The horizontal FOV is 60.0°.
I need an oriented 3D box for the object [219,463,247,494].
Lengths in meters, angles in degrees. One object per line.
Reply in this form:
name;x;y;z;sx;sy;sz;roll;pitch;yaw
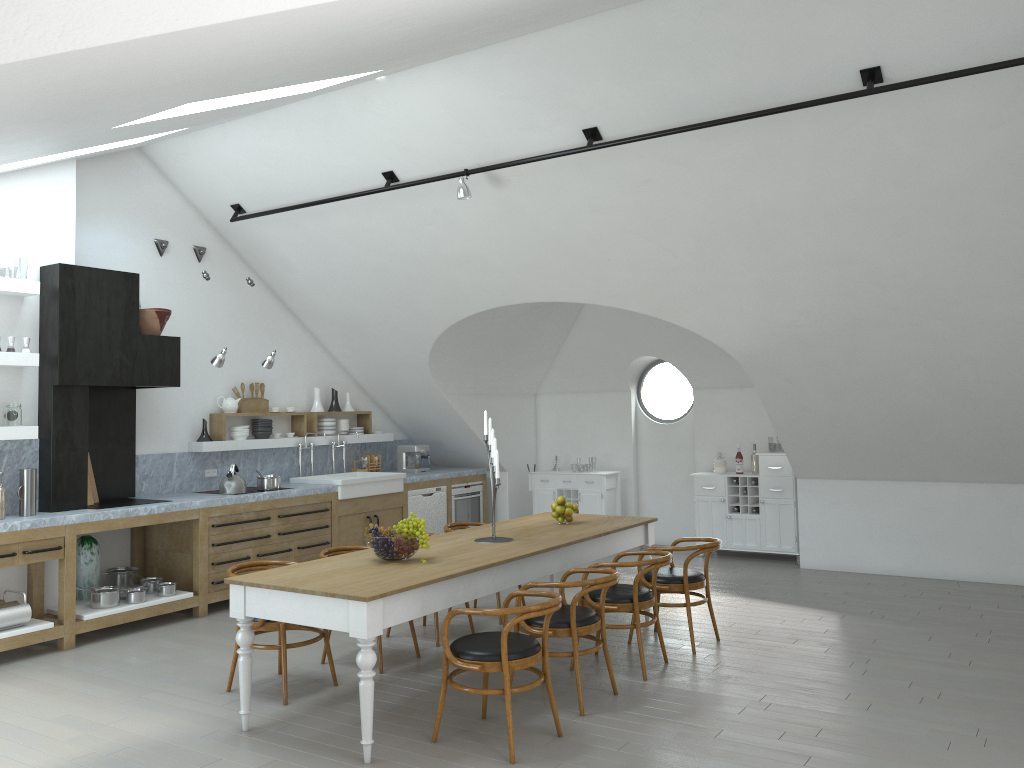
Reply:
object;-2.549;0.860;8.099;0.246;0.268;0.246;-4;-4;43

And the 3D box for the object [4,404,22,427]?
object;-3.670;0.223;6.524;0.103;0.178;0.207;1;-3;-35

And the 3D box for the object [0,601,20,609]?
object;-3.586;1.563;6.030;0.092;0.093;0.436;-3;-2;30

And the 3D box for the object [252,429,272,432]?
object;-2.549;0.498;9.039;0.205;0.086;0.205;0;-2;-19

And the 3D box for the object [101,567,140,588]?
object;-3.412;1.651;7.533;0.455;0.197;0.268;0;-3;-23

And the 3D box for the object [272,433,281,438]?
object;-2.452;0.539;9.226;0.098;0.049;0.098;-2;-2;30

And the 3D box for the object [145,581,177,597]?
object;-2.853;1.668;7.243;0.260;0.113;0.153;-2;-3;32

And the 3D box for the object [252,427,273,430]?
object;-2.543;0.471;9.040;0.205;0.086;0.205;-1;-2;-14

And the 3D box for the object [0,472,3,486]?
object;-3.686;0.800;6.371;0.081;0.330;0.081;1;-4;-30

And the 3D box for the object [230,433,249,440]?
object;-2.703;0.525;8.800;0.181;0.064;0.181;0;-2;-35

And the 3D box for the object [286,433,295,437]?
object;-2.347;0.542;9.387;0.098;0.049;0.098;-2;-2;30

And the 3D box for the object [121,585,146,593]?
object;-3.074;1.665;7.162;0.041;0.045;0.247;-3;-2;32

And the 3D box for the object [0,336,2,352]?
object;-3.745;-0.288;6.449;0.064;0.124;0.067;-3;-3;27

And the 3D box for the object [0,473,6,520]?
object;-3.630;0.798;6.276;0.085;0.331;0.085;-4;-5;41

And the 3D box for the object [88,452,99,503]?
object;-3.496;0.779;7.337;0.148;0.428;0.078;0;-4;-22

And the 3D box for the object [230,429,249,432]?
object;-2.702;0.479;8.805;0.181;0.069;0.181;1;-3;-40

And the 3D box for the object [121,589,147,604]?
object;-2.999;1.663;6.978;0.260;0.113;0.153;-2;-3;22

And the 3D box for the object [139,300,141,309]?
object;-3.360;-0.636;7.746;0.231;0.504;0.230;0;-3;-16

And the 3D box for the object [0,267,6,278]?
object;-3.743;-0.805;6.478;0.077;0.085;0.077;0;-3;-24

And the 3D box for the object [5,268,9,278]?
object;-3.758;-0.806;6.569;0.094;0.093;0.093;0;-3;-24

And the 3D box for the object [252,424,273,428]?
object;-2.549;0.449;9.044;0.205;0.072;0.205;-2;-2;20

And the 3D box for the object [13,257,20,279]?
object;-3.687;-0.849;6.599;0.054;0.179;0.054;-2;-3;9

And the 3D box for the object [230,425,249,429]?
object;-2.702;0.450;8.807;0.181;0.076;0.180;0;-2;-19

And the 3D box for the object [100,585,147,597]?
object;-3.199;1.671;7.157;0.508;0.052;0.263;-1;-2;10

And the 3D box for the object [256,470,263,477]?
object;-2.363;0.907;8.452;0.235;0.167;0.051;-2;-4;28

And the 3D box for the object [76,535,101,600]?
object;-3.456;1.483;7.187;0.231;0.499;0.230;0;-3;-16

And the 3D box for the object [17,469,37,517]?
object;-3.549;0.792;6.471;0.114;0.340;0.164;-4;-4;36

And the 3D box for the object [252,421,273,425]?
object;-2.550;0.424;9.050;0.205;0.084;0.205;0;-2;-29

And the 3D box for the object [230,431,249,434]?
object;-2.703;0.502;8.801;0.181;0.065;0.181;0;-2;-20

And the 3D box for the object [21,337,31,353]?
object;-3.626;-0.285;6.615;0.064;0.124;0.067;-3;-3;27

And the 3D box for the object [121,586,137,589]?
object;-3.131;1.671;7.208;0.061;0.035;0.169;-3;-2;33

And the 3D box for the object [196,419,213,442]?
object;-2.940;0.440;8.479;0.156;0.219;0.156;-2;-3;14

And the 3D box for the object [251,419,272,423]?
object;-2.553;0.396;9.052;0.205;0.080;0.205;-3;-2;35

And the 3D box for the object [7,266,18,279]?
object;-3.677;-0.811;6.528;0.071;0.099;0.071;-1;-3;-3

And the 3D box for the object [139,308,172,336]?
object;-3.092;-0.514;7.546;0.348;0.237;0.366;1;-3;-40

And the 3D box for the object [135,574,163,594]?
object;-3.027;1.669;7.412;0.182;0.134;0.308;0;-3;-33

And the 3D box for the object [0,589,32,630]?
object;-3.681;1.588;6.109;0.429;0.232;0.527;-2;-2;30

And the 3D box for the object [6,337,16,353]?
object;-3.687;-0.287;6.522;0.064;0.124;0.067;-3;-3;27

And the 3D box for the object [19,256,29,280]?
object;-3.626;-0.855;6.581;0.063;0.187;0.063;-1;-3;1

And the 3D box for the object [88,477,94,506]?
object;-3.436;0.819;7.152;0.148;0.336;0.081;-3;-4;23

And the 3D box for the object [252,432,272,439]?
object;-2.549;0.525;9.037;0.205;0.072;0.205;-2;-2;20

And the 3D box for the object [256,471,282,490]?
object;-2.291;0.933;8.499;0.232;0.170;0.394;-2;-2;13

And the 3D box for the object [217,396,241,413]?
object;-2.791;0.205;8.746;0.174;0.169;0.167;-2;-3;16

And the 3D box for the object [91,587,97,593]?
object;-3.133;1.611;6.781;0.051;0.152;0.190;-3;-3;33

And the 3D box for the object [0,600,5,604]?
object;-3.667;1.550;6.049;0.101;0.087;0.362;-3;-2;30

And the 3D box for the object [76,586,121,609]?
object;-3.205;1.643;6.863;0.378;0.164;0.222;-2;-3;22
